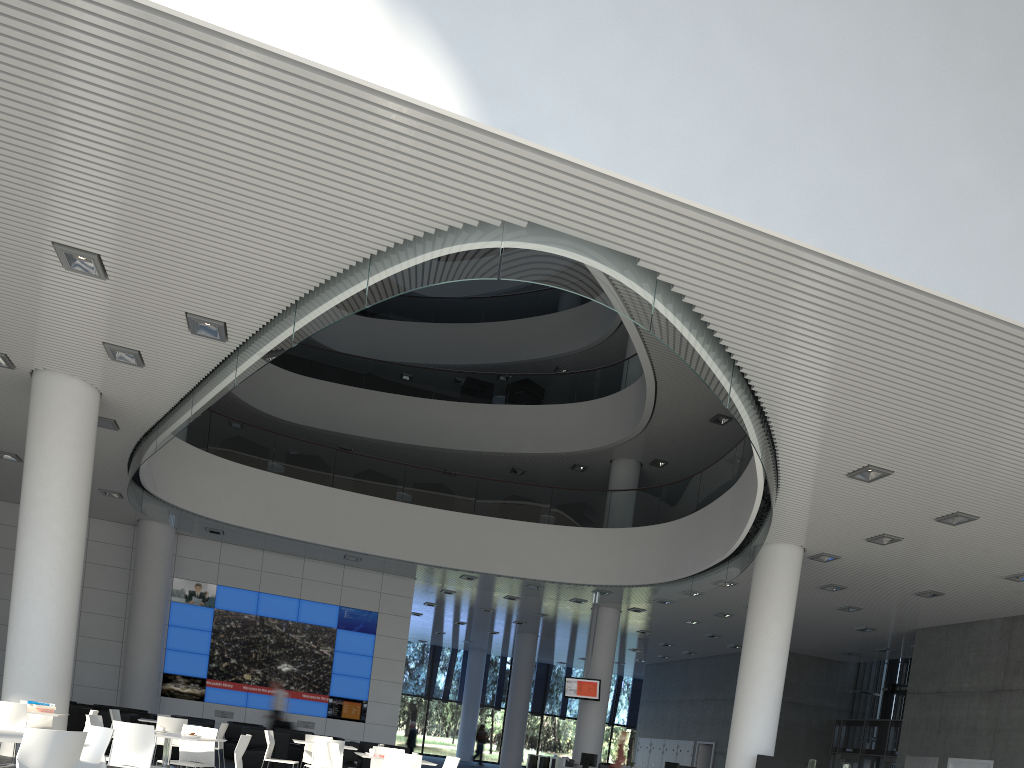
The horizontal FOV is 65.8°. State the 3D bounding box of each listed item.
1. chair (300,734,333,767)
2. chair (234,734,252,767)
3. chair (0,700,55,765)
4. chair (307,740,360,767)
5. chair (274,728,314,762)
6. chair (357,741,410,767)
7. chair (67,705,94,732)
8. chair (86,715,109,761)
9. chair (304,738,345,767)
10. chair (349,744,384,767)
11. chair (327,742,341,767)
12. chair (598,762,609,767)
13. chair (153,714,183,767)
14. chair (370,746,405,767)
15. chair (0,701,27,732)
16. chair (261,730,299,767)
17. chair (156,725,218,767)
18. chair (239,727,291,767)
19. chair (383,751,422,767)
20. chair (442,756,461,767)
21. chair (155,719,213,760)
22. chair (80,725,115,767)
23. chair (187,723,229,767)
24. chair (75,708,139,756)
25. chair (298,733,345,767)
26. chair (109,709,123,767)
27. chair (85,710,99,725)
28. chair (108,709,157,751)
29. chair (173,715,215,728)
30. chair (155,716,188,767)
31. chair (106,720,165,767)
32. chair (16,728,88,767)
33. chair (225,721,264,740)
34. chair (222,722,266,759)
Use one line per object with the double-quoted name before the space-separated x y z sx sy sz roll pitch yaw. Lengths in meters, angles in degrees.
"chair" -1.495 2.943 6.122 0.291 0.438 0.254 10 -5 -25
"chair" -1.499 2.010 4.078 0.257 0.437 0.288 8 -6 -10
"chair" -3.141 2.285 5.149 0.285 0.439 0.259 8 -5 -10
"chair" -1.636 3.429 7.191 0.431 0.392 0.481 11 -14 -15
"chair" -2.612 4.308 9.397 0.468 0.393 0.442 11 -13 -15
"chair" -1.281 3.756 7.806 0.468 0.393 0.442 11 -13 -15
"chair" -4.128 3.118 7.219 0.468 0.393 0.441 11 -13 -15
"chair" -2.060 1.926 4.052 0.257 0.437 0.288 8 -6 -10
"chair" -1.329 2.718 5.583 0.291 0.438 0.254 10 -5 -25
"chair" -1.113 2.915 5.951 0.256 0.437 0.290 8 -6 -5
"chair" -1.013 2.393 4.780 0.262 0.438 0.283 10 -6 -25
"chair" 1.230 5.351 10.681 0.336 0.485 0.373 5 -8 18
"chair" -2.821 2.954 6.524 0.292 0.438 0.252 11 -6 -30
"chair" -0.829 2.586 5.150 0.283 0.439 0.260 8 -5 -5
"chair" -2.911 2.056 4.581 0.285 0.439 0.259 8 -5 -10
"chair" -1.696 2.754 5.766 0.256 0.437 0.290 8 -6 -5
"chair" -1.795 2.110 4.381 0.279 0.438 0.264 7 -5 10
"chair" -2.355 3.480 7.507 0.468 0.393 0.441 11 -13 -15
"chair" -0.649 2.342 4.564 0.283 0.439 0.260 8 -5 -5
"chair" -0.477 2.541 4.951 0.262 0.438 0.283 10 -6 -25
"chair" -3.134 3.409 7.574 0.468 0.393 0.442 11 -13 -15
"chair" -1.537 1.390 2.728 0.276 0.438 0.267 3 -7 39
"chair" -2.440 2.935 6.374 0.257 0.437 0.288 8 -6 -10
"chair" -3.518 3.037 6.867 0.431 0.391 0.482 11 -14 -15
"chair" -1.981 3.839 8.189 0.431 0.391 0.482 11 -14 -15
"chair" -3.005 2.754 6.138 0.257 0.437 0.288 8 -6 -10
"chair" -2.759 2.252 4.967 0.263 0.438 0.281 10 -6 -30
"chair" -3.809 3.491 7.946 0.431 0.392 0.481 11 -14 -15
"chair" -3.686 4.032 9.097 0.468 0.393 0.441 11 -13 -15
"chair" -2.609 2.743 6.001 0.292 0.438 0.252 11 -6 -30
"chair" -1.772 1.833 3.768 0.279 0.438 0.264 7 -5 10
"chair" -1.429 1.224 2.335 0.250 0.437 0.297 6 -6 20
"chair" -3.311 4.392 9.779 0.431 0.391 0.482 11 -14 -15
"chair" -2.966 3.982 8.781 0.431 0.392 0.481 11 -14 -15
